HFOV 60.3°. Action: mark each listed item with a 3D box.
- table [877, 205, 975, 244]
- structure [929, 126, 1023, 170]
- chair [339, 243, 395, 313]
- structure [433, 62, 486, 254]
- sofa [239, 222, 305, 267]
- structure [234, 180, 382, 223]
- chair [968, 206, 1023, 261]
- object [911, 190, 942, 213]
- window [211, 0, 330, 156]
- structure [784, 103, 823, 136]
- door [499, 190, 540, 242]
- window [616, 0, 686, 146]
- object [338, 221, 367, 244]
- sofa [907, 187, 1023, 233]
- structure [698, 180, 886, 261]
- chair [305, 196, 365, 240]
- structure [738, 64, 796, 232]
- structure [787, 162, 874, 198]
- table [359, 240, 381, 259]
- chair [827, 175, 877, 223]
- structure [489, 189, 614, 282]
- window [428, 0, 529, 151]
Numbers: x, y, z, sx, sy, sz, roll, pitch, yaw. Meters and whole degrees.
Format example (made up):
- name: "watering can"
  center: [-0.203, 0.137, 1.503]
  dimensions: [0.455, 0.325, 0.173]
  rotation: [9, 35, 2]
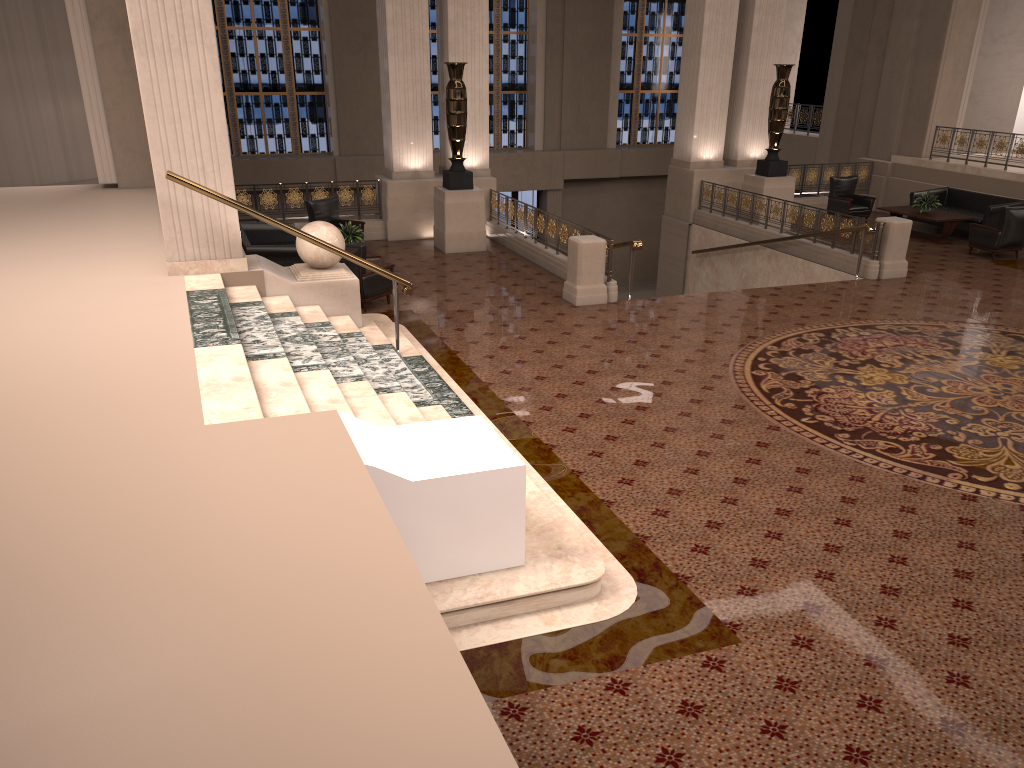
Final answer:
- name: "table"
  center: [7.336, -2.850, 15.779]
  dimensions: [0.835, 0.455, 1.420]
  rotation: [-7, 22, -19]
- name: "structure"
  center: [8.951, -4.180, 15.858]
  dimensions: [0.032, 0.653, 3.557]
  rotation: [-9, 23, -19]
- name: "chair"
  center: [-1.931, -1.400, 11.088]
  dimensions: [0.640, 0.882, 0.694]
  rotation: [13, 26, 27]
- name: "structure"
  center: [-0.856, -3.582, 14.044]
  dimensions: [0.697, 2.915, 0.673]
  rotation: [-8, 26, -18]
- name: "sofa"
  center: [-3.286, -1.756, 12.201]
  dimensions: [0.870, 0.739, 1.851]
  rotation: [-8, 23, -19]
- name: "structure"
  center: [-3.461, -3.058, 14.850]
  dimensions: [2.523, 0.684, 0.031]
  rotation: [-7, 26, -18]
- name: "chair"
  center: [7.861, -2.472, 14.188]
  dimensions: [0.644, 0.882, 0.690]
  rotation: [-8, 25, -19]
- name: "object"
  center: [7.331, -3.231, 15.583]
  dimensions: [0.501, 0.393, 0.504]
  rotation: [5, 23, 11]
- name: "window"
  center: [-5.795, -7.987, 19.790]
  dimensions: [2.973, 5.601, 0.067]
  rotation: [-8, 26, -18]
- name: "structure"
  center: [6.867, -6.403, 21.274]
  dimensions: [0.031, 0.698, 2.075]
  rotation: [-9, 23, -19]
- name: "door"
  center: [0.045, -3.796, 23.471]
  dimensions: [1.484, 2.847, 0.149]
  rotation: [-8, 26, -18]
- name: "window"
  center: [3.958, -9.109, 23.024]
  dimensions: [2.973, 5.601, 0.067]
  rotation: [-8, 26, -18]
- name: "object"
  center: [-2.286, -2.088, 12.298]
  dimensions: [0.501, 0.393, 0.504]
  rotation: [5, 23, 11]
- name: "sofa"
  center: [8.199, -3.077, 16.009]
  dimensions: [0.870, 0.739, 1.851]
  rotation: [-8, 23, -19]
- name: "structure"
  center: [4.438, -2.827, 14.754]
  dimensions: [0.079, 0.561, 4.755]
  rotation: [-9, 23, -20]
- name: "chair"
  center: [-2.791, -2.478, 13.940]
  dimensions: [0.707, 0.882, 0.629]
  rotation: [16, 28, 31]
- name: "structure"
  center: [4.713, -4.222, 15.890]
  dimensions: [0.697, 2.915, 0.673]
  rotation: [-8, 26, -18]
- name: "structure"
  center: [6.349, -4.186, 18.103]
  dimensions: [2.523, 0.684, 0.031]
  rotation: [-7, 26, -18]
- name: "table"
  center: [-2.423, -1.727, 12.543]
  dimensions: [0.835, 0.455, 1.420]
  rotation: [-7, 22, -19]
- name: "chair"
  center: [6.539, -3.552, 17.037]
  dimensions: [0.643, 0.882, 0.692]
  rotation: [-10, 25, -23]
- name: "structure"
  center: [0.462, -2.370, 13.436]
  dimensions: [0.079, 0.561, 4.752]
  rotation: [-8, 22, -19]
- name: "window"
  center: [-1.001, -8.539, 21.379]
  dimensions: [2.973, 5.601, 0.067]
  rotation: [-8, 26, -18]
